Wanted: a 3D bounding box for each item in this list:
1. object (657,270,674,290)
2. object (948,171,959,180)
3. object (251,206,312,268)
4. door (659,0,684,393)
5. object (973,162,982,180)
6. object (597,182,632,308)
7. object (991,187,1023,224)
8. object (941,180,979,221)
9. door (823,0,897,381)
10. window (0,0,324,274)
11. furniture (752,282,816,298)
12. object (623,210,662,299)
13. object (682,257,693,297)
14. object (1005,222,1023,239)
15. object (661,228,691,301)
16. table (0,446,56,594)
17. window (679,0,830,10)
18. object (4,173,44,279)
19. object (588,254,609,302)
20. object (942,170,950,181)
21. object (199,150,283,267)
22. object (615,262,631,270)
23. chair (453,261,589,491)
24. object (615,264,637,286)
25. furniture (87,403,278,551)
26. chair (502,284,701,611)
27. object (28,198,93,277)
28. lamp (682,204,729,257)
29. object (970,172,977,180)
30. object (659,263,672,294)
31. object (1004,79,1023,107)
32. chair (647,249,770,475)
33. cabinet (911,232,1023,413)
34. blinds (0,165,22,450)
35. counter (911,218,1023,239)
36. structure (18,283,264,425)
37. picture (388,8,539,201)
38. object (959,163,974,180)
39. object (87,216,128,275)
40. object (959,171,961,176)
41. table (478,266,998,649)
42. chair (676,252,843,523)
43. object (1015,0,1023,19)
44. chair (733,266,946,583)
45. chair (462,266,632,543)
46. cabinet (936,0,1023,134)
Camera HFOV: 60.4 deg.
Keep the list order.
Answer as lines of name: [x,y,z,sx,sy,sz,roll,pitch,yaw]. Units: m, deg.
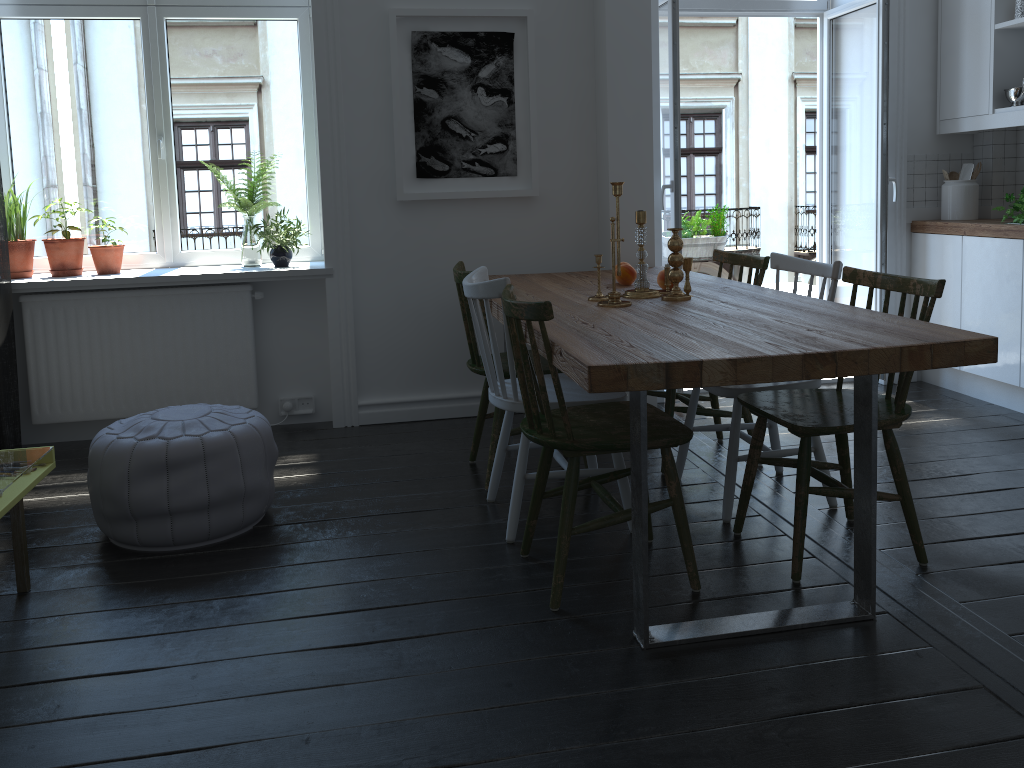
object: [0.593,-0.396,3.338,0.084,0.083,0.091,-1,9,2]
object: [2.338,-0.997,4.647,0.061,0.248,0.119,0,7,19]
object: [-1.119,-0.716,4.281,0.284,0.291,0.290,-3,9,-6]
door: [0.764,-0.991,4.633,0.105,2.000,0.593,-2,6,-5]
object: [2.392,-1.007,4.588,0.057,0.292,0.132,-5,8,-31]
object: [0.335,-0.461,2.914,0.114,0.405,0.115,4,8,41]
object: [2.440,-0.767,4.008,0.286,0.303,0.473,-9,12,-37]
object: [2.350,-0.965,4.620,0.174,0.205,0.176,-3,9,-6]
door: [1.875,-1.071,4.839,0.105,2.000,0.592,-3,6,-16]
window: [-1.773,-1.567,4.383,1.570,1.962,0.108,-3,6,-11]
furniture: [1.995,-0.465,6.036,0.400,0.369,0.936,-3,12,-10]
object: [0.462,-0.464,3.141,0.141,0.307,0.142,2,8,32]
object: [0.620,-0.377,3.112,0.049,0.137,0.050,-3,7,-10]
object: [2.512,-0.678,4.001,0.354,0.110,0.378,-4,12,-10]
object: [0.563,-0.412,3.030,0.100,0.244,0.102,0,7,13]
table: [-1.500,0.544,1.861,0.601,0.393,1.424,-4,12,-10]
window: [1.225,-2.415,4.878,1.181,0.650,0.107,-4,6,-11]
object: [-2.334,-0.750,4.144,0.301,0.493,0.337,-6,9,-27]
object: [0.303,-0.371,3.074,0.080,0.158,0.081,3,9,36]
object: [2.313,-1.002,4.649,0.150,0.259,0.054,-7,8,-35]
object: [-1.294,-0.860,4.350,0.395,0.558,0.331,6,10,43]
object: [0.460,-0.458,3.620,0.084,0.089,0.089,-5,10,-20]
chair: [0.029,-0.061,3.436,0.486,0.817,0.474,-3,8,-12]
object: [0.458,-0.438,3.537,0.091,0.087,0.084,1,9,16]
furniture: [-1.120,0.298,3.033,0.616,0.414,0.619,-5,11,-16]
chair: [0.229,0.139,2.488,0.486,0.816,0.474,-3,8,-12]
object: [-2.126,-0.700,4.182,0.258,0.365,0.238,-2,8,1]
lamp: [1.484,-1.867,4.896,0.493,2.475,2.743,-3,9,-10]
object: [2.394,-0.987,4.599,0.051,0.244,0.115,4,9,44]
object: [0.571,-0.389,3.231,0.102,0.112,0.104,-6,10,-24]
object: [2.397,-1.377,4.163,0.102,0.133,0.213,-2,10,2]
chair: [0.760,-0.114,3.570,0.486,0.816,0.474,-3,8,-12]
cabinet: [2.589,-0.101,3.271,0.729,0.801,3.240,-2,12,-2]
blinds: [-2.578,-1.118,3.636,0.805,2.936,0.113,-3,6,-12]
counter: [2.517,-0.524,3.224,0.847,0.072,3.152,-4,12,-10]
structure: [-1.690,-0.132,4.102,1.065,0.621,0.074,-4,6,-11]
picture: [-0.227,-1.336,4.223,0.688,0.877,0.084,-3,6,-11]
object: [2.358,-1.011,4.619,0.142,0.286,0.065,-7,8,-37]
object: [-1.923,-0.664,4.206,0.196,0.274,0.178,-9,11,-43]
object: [2.384,-0.994,4.632,0.033,0.247,0.120,-3,7,-10]
table: [0.469,0.045,3.132,1.019,0.705,2.264,-4,12,-10]
chair: [0.886,-0.025,3.105,0.510,0.832,0.472,-3,7,-10]
object: [2.433,-1.766,4.170,0.109,0.099,0.083,-10,12,-41]
chair: [0.961,0.087,2.622,0.486,0.817,0.474,-3,8,-12]
chair: [0.103,0.034,2.951,0.510,0.832,0.472,-3,7,-10]
cabinet: [2.596,-0.798,2.877,0.780,2.335,3.854,-3,11,-6]
